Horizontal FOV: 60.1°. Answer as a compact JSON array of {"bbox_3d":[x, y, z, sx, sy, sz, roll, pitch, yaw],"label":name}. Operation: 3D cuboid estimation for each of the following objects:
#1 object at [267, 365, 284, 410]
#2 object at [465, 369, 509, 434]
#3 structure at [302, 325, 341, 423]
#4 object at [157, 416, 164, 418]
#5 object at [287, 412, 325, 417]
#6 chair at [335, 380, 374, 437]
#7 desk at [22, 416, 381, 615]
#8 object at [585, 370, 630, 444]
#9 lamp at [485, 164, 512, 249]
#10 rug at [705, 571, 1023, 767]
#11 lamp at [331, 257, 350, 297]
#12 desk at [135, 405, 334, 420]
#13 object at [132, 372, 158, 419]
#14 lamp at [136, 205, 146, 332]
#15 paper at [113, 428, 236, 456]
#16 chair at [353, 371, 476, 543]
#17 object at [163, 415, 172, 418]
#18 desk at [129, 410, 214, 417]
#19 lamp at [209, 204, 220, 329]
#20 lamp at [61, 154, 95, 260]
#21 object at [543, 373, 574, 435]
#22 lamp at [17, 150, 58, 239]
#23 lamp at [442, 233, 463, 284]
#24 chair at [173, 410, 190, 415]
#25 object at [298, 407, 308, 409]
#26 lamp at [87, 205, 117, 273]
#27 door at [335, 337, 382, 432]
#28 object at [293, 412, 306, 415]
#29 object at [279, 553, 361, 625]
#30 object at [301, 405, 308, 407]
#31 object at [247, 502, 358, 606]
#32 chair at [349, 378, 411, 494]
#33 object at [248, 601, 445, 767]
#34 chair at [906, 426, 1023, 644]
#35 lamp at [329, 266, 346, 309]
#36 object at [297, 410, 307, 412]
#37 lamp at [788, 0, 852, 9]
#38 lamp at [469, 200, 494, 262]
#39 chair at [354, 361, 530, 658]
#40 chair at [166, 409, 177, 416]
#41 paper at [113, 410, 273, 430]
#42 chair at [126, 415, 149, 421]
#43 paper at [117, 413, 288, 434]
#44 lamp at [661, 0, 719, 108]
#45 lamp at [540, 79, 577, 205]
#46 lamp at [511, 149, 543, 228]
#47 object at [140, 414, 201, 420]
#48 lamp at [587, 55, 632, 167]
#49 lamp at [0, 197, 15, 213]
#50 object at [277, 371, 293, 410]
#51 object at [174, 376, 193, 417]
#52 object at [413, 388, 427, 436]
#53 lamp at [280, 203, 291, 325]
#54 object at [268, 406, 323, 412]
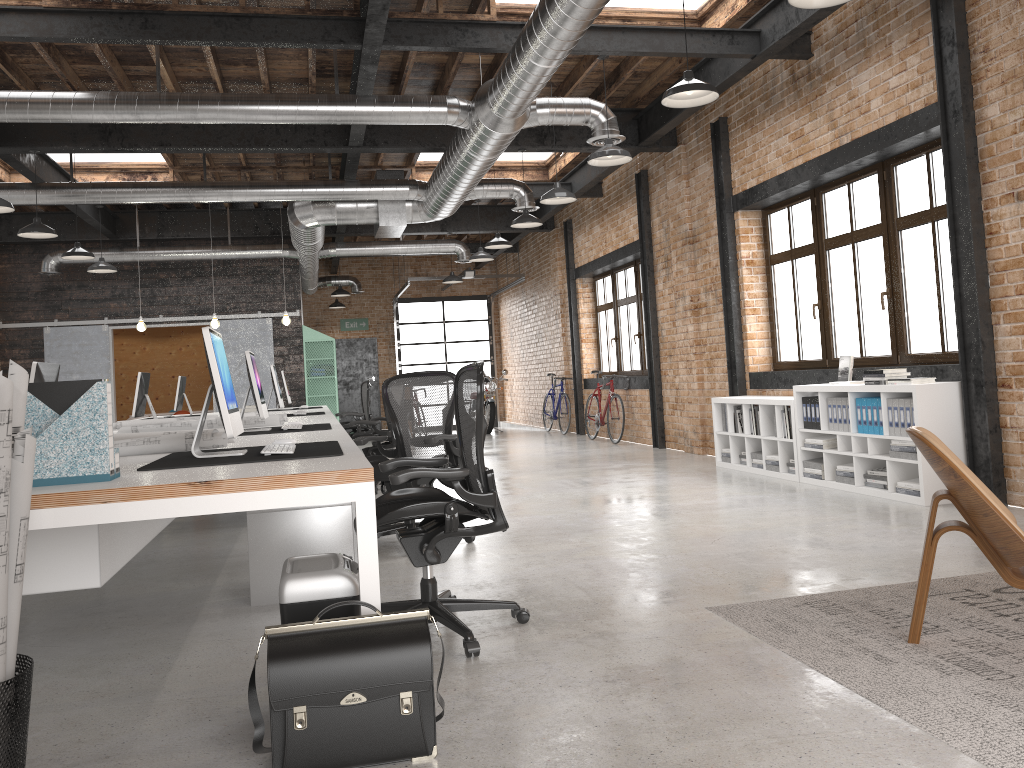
[{"bbox_3d":[-2.265,0.062,8.460,0.190,0.486,0.483,-3,-1,-13],"label":"object"},{"bbox_3d":[-0.558,0.307,17.563,0.814,1.362,2.171,-3,-1,-25],"label":"object"},{"bbox_3d":[-3.309,0.040,15.429,0.557,2.104,1.115,-3,-2,-13],"label":"structure"},{"bbox_3d":[-4.117,0.386,10.331,0.106,0.028,0.059,-3,0,-12],"label":"object"},{"bbox_3d":[-2.143,0.301,8.486,0.687,0.008,0.847,-4,0,-13],"label":"object"},{"bbox_3d":[-2.044,0.505,11.287,0.793,1.088,0.768,-2,-2,-34],"label":"chair"},{"bbox_3d":[-2.065,0.713,4.811,2.313,0.771,5.101,-3,0,-13],"label":"desk"},{"bbox_3d":[1.314,0.314,12.831,0.402,1.042,1.734,-3,-1,-18],"label":"object"},{"bbox_3d":[-0.214,-2.452,11.482,0.362,1.366,0.361,-3,-2,-5],"label":"lamp"},{"bbox_3d":[2.460,0.846,2.542,2.730,0.004,2.991,-4,0,-13],"label":"rug"},{"bbox_3d":[-3.204,-2.298,16.377,0.362,1.341,0.361,-2,-3,-35],"label":"lamp"},{"bbox_3d":[-3.179,0.742,9.799,2.313,0.771,5.101,-3,0,-13],"label":"desk"},{"bbox_3d":[-3.435,0.133,8.281,0.190,0.486,0.483,-3,-1,-13],"label":"object"},{"bbox_3d":[-4.899,-1.523,11.629,0.123,1.682,0.123,-3,-3,-15],"label":"lamp"},{"bbox_3d":[-1.820,0.279,4.268,0.976,0.106,1.073,-4,0,-15],"label":"paper"},{"bbox_3d":[-0.636,0.464,5.605,0.770,1.088,0.791,-4,-1,11],"label":"chair"},{"bbox_3d":[-4.181,0.394,10.652,0.118,0.017,0.438,-3,0,-13],"label":"object"},{"bbox_3d":[-6.009,0.879,16.514,2.000,0.733,0.996,-3,-1,-12],"label":"desk"},{"bbox_3d":[-4.002,-1.578,11.832,0.123,1.682,0.123,-3,-3,-15],"label":"lamp"},{"bbox_3d":[-5.108,-2.152,10.375,0.362,1.366,0.361,-3,-2,-5],"label":"lamp"},{"bbox_3d":[0.752,0.328,15.349,0.402,1.042,1.734,-3,-1,-18],"label":"object"},{"bbox_3d":[-4.755,-1.907,8.853,0.362,0.858,0.361,-3,-2,-5],"label":"lamp"},{"bbox_3d":[-1.046,-2.177,15.264,0.362,0.858,0.361,-2,-2,-35],"label":"lamp"},{"bbox_3d":[-5.754,0.848,15.583,0.618,0.779,0.579,-3,-1,-18],"label":"chair"},{"bbox_3d":[-2.631,0.297,11.171,0.118,0.017,0.438,-3,0,-13],"label":"object"},{"bbox_3d":[-5.355,-1.892,11.539,0.362,0.858,0.361,-4,-2,5],"label":"lamp"},{"bbox_3d":[-3.497,0.018,19.977,0.998,2.104,0.217,-3,-2,-13],"label":"door"},{"bbox_3d":[-2.029,0.282,8.474,0.118,0.017,0.438,-3,0,-13],"label":"object"},{"bbox_3d":[-0.590,0.793,2.782,0.250,0.466,0.337,-3,-2,-13],"label":"object"},{"bbox_3d":[-2.696,0.292,11.492,0.106,0.028,0.059,-3,0,-14],"label":"object"},{"bbox_3d":[-1.011,0.813,4.371,0.541,0.456,0.220,-3,-2,-13],"label":"object"},{"bbox_3d":[-1.321,0.482,8.601,0.792,1.088,0.769,-3,-1,-4],"label":"chair"},{"bbox_3d":[-0.443,0.810,2.442,0.548,0.430,0.267,-3,-2,-15],"label":"object"},{"bbox_3d":[1.867,0.501,2.964,0.857,0.754,0.865,-3,-1,-36],"label":"chair"},{"bbox_3d":[-3.741,-2.285,18.784,0.362,1.341,0.361,-2,-3,-35],"label":"lamp"},{"bbox_3d":[-2.094,0.277,8.795,0.106,0.028,0.059,-3,0,-14],"label":"object"},{"bbox_3d":[1.442,-2.241,4.127,0.362,0.858,0.361,-2,-2,-35],"label":"lamp"},{"bbox_3d":[-0.461,-2.192,12.646,0.362,0.858,0.361,-4,-2,5],"label":"lamp"},{"bbox_3d":[-0.341,0.462,3.570,0.793,1.088,0.768,-3,-2,-29],"label":"chair"},{"bbox_3d":[-6.631,0.887,17.410,0.618,0.779,0.579,-3,-1,-18],"label":"chair"},{"bbox_3d":[-2.661,0.305,7.372,1.073,0.106,0.976,-3,1,42],"label":"paper"},{"bbox_3d":[-6.442,0.890,15.427,0.618,0.779,0.579,-3,-1,-18],"label":"chair"},{"bbox_3d":[-2.117,0.281,6.070,1.135,0.083,0.082,-4,-1,-18],"label":"paper"},{"bbox_3d":[1.089,-2.486,5.650,0.362,1.366,0.361,-4,-2,5],"label":"lamp"},{"bbox_3d":[0.411,-2.468,8.683,0.362,1.366,0.361,-1,-3,-40],"label":"lamp"},{"bbox_3d":[0.139,-2.208,9.960,0.361,0.858,0.361,-4,-2,10],"label":"lamp"},{"bbox_3d":[-4.072,0.400,10.655,0.687,0.008,0.847,-4,0,-14],"label":"object"},{"bbox_3d":[0.764,-2.224,7.160,0.362,0.858,0.361,-4,-2,5],"label":"lamp"},{"bbox_3d":[-4.482,-2.168,7.575,0.362,1.366,0.361,-3,-2,-20],"label":"lamp"},{"bbox_3d":[-2.867,0.078,11.157,0.190,0.486,0.483,-3,-1,-13],"label":"object"},{"bbox_3d":[-3.973,0.147,10.686,0.190,0.486,0.483,-3,-1,-13],"label":"object"},{"bbox_3d":[-1.943,0.564,18.157,0.410,1.035,1.731,-3,0,-6],"label":"object"},{"bbox_3d":[-3.106,-1.633,12.035,0.123,1.682,0.123,-3,-3,-15],"label":"lamp"},{"bbox_3d":[-2.745,0.317,11.182,0.687,0.008,0.847,-4,0,-14],"label":"object"}]
